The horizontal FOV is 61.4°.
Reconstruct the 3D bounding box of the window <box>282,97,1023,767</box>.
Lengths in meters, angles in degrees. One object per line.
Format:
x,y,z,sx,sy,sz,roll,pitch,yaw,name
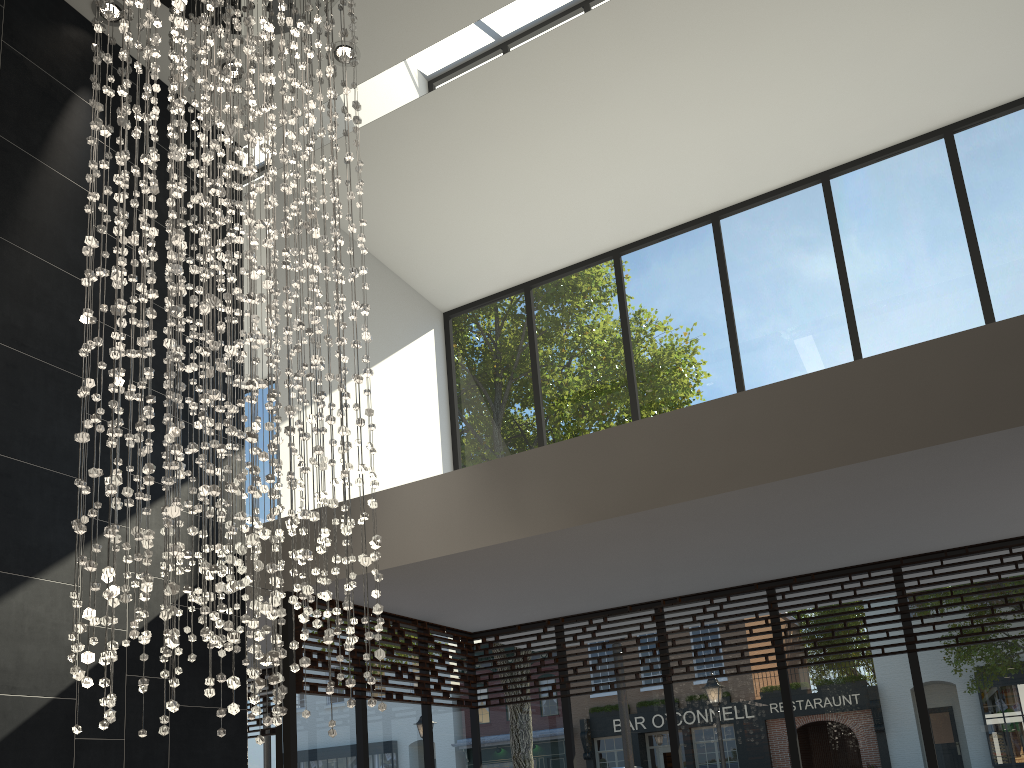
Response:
1.749,0.774,5.261,6.286,5.618,2.455,-15,-18,26,window

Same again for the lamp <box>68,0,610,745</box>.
-5.805,-43.431,7.264,406.878,106.631,421.649,13,-30,-34,lamp
